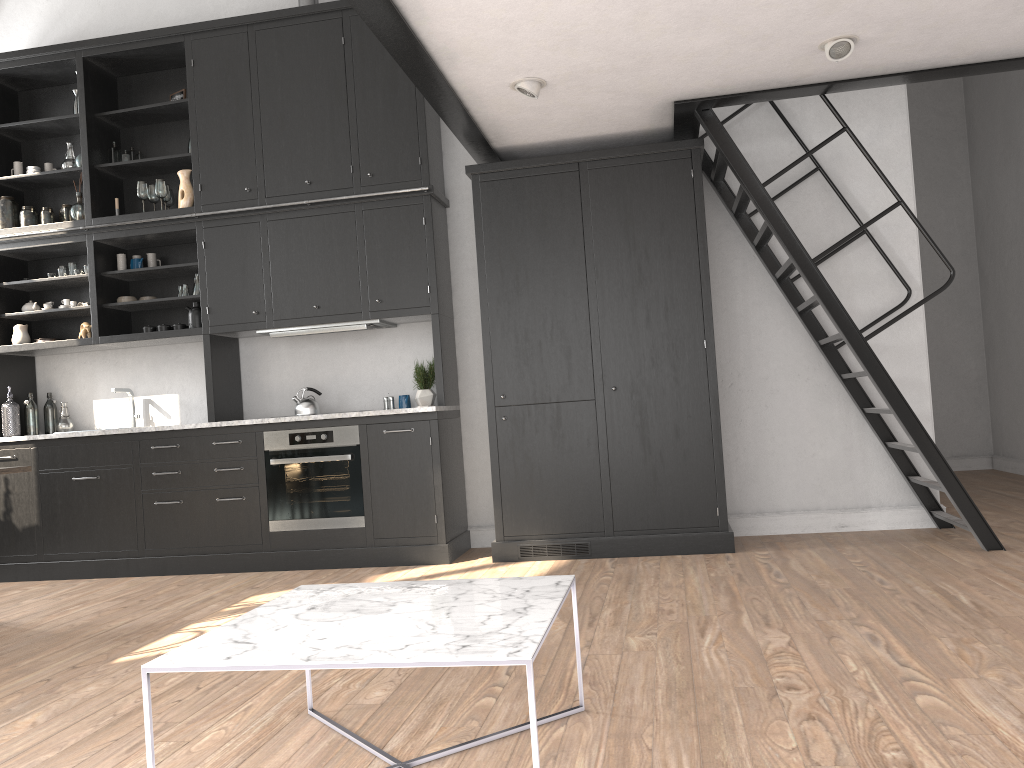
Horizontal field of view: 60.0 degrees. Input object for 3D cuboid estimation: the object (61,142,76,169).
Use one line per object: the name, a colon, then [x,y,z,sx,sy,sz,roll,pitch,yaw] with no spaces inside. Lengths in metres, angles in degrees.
object: [-3.090,-1.576,6.213,0.132,0.219,0.132,-4,-2,-16]

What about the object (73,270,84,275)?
object: [-2.999,-0.763,6.140,0.071,0.047,0.072,-2,-2,-42]

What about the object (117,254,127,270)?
object: [-2.703,-0.827,6.146,0.059,0.135,0.082,-3,-2,-22]

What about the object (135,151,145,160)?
object: [-2.597,-1.561,6.191,0.058,0.121,0.044,-5,-2,37]

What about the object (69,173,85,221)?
object: [-2.960,-1.281,6.069,0.134,0.357,0.134,-3,-2,-35]

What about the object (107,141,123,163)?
object: [-2.759,-1.590,6.165,0.065,0.199,0.084,-5,-2,32]

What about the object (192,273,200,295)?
object: [-2.122,-0.667,5.998,0.083,0.158,0.083,-4,-1,-6]

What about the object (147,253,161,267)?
object: [-2.500,-0.841,6.189,0.082,0.135,0.059,-4,-1,-7]

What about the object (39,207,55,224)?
object: [-3.248,-1.153,6.202,0.096,0.150,0.096,-4,-1,-2]

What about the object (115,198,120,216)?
object: [-2.709,-1.200,6.087,0.123,0.161,0.123,-5,-2,19]

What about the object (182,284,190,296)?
object: [-2.213,-0.628,6.012,0.058,0.094,0.058,-3,-2,-41]

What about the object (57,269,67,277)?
object: [-3.132,-0.763,6.178,0.064,0.069,0.064,-3,-2,-33]

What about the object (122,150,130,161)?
object: [-2.671,-1.559,6.138,0.053,0.125,0.041,-3,-1,-23]

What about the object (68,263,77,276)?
object: [-3.060,-0.788,6.179,0.060,0.107,0.060,-5,-2,37]

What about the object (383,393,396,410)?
object: [-0.818,0.119,5.898,0.080,0.116,0.040,-4,-1,15]

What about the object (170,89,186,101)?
object: [-2.294,-1.953,6.123,0.167,0.121,0.055,-5,-2,35]

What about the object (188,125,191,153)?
object: [-2.189,-1.659,6.134,0.109,0.255,0.100,-3,-2,-25]

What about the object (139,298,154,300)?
object: [-2.538,-0.571,6.199,0.132,0.038,0.132,-3,-2,-33]

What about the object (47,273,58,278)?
object: [-3.212,-0.746,6.198,0.071,0.047,0.072,-2,-2,-42]

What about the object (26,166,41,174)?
object: [-3.397,-1.490,6.303,0.096,0.095,0.096,-6,-2,44]

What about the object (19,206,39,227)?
object: [-3.358,-1.149,6.165,0.114,0.155,0.114,-4,-2,13]

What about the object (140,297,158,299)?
object: [-2.538,-0.579,6.199,0.123,0.036,0.124,-4,-2,-3]

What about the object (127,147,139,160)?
object: [-2.679,-1.581,6.263,0.084,0.177,0.065,-5,-2,32]

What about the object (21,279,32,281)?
object: [-3.466,-0.724,6.337,0.071,0.047,0.072,-2,-2,-42]

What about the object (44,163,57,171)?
object: [-3.313,-1.513,6.361,0.082,0.135,0.059,-5,-2,33]

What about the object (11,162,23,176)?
object: [-3.508,-1.502,6.298,0.082,0.135,0.059,-5,-2,38]

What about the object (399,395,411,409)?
object: [-0.709,0.120,5.856,0.082,0.093,0.140,-4,-2,0]

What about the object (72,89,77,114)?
object: [-3.061,-1.951,6.255,0.070,0.231,0.067,-4,-1,6]

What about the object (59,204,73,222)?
object: [-3.147,-1.174,6.281,0.092,0.184,0.092,-5,-2,24]

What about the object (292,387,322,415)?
object: [-1.361,0.113,5.880,0.171,0.186,0.171,-5,-2,21]

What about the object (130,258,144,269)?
object: [-2.588,-0.815,6.121,0.082,0.093,0.140,-3,-2,-25]

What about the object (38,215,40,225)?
object: [-3.434,-1.136,6.404,0.114,0.155,0.114,-3,-2,-35]

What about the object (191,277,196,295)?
object: [-2.180,-0.659,6.127,0.083,0.158,0.083,-5,-2,20]

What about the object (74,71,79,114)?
object: [-2.992,-2.007,6.192,0.100,0.330,0.097,-4,-1,6]

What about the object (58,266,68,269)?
object: [-3.171,-0.777,6.266,0.060,0.107,0.060,-3,-2,-23]

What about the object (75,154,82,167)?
object: [-2.974,-1.647,6.161,0.118,0.340,0.123,-5,-2,29]

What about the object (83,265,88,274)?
object: [-2.925,-0.780,6.124,0.064,0.069,0.064,-4,-2,2]

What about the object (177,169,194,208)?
object: [-2.184,-1.294,5.939,0.094,0.267,0.116,-3,-2,-38]

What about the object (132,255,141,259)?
object: [-2.636,-0.831,6.219,0.059,0.135,0.082,-5,-2,38]

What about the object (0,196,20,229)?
object: [-3.504,-1.180,6.171,0.118,0.238,0.118,-4,-1,-5]

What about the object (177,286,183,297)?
object: [-2.263,-0.623,6.064,0.058,0.094,0.058,-3,-2,-41]
